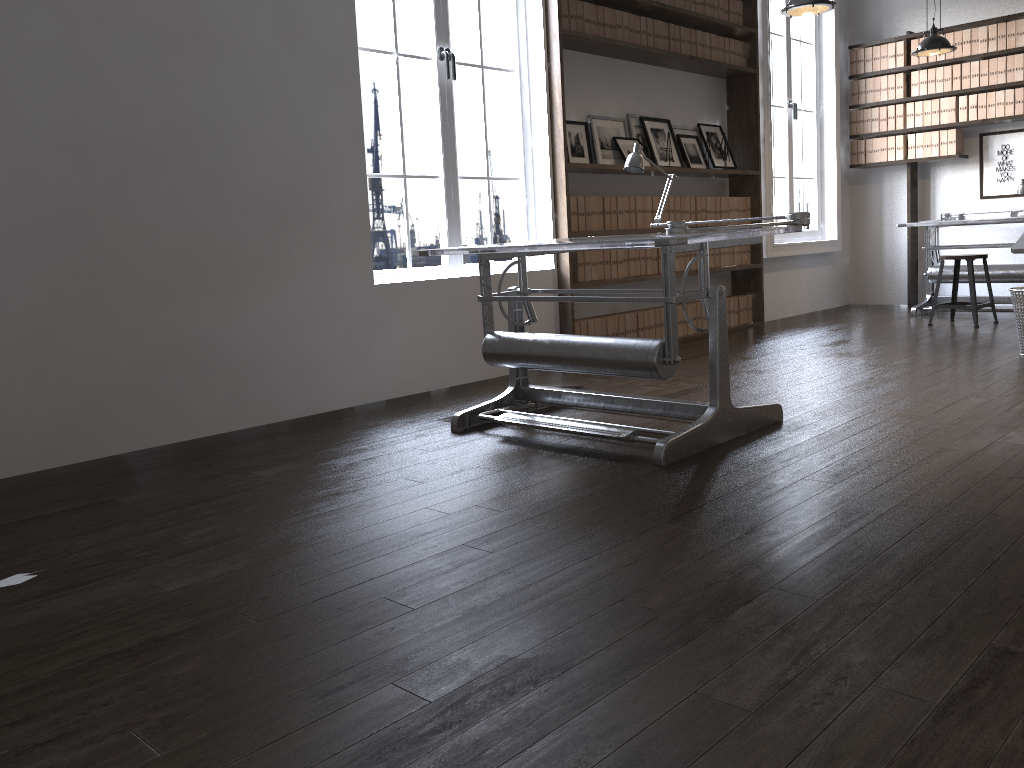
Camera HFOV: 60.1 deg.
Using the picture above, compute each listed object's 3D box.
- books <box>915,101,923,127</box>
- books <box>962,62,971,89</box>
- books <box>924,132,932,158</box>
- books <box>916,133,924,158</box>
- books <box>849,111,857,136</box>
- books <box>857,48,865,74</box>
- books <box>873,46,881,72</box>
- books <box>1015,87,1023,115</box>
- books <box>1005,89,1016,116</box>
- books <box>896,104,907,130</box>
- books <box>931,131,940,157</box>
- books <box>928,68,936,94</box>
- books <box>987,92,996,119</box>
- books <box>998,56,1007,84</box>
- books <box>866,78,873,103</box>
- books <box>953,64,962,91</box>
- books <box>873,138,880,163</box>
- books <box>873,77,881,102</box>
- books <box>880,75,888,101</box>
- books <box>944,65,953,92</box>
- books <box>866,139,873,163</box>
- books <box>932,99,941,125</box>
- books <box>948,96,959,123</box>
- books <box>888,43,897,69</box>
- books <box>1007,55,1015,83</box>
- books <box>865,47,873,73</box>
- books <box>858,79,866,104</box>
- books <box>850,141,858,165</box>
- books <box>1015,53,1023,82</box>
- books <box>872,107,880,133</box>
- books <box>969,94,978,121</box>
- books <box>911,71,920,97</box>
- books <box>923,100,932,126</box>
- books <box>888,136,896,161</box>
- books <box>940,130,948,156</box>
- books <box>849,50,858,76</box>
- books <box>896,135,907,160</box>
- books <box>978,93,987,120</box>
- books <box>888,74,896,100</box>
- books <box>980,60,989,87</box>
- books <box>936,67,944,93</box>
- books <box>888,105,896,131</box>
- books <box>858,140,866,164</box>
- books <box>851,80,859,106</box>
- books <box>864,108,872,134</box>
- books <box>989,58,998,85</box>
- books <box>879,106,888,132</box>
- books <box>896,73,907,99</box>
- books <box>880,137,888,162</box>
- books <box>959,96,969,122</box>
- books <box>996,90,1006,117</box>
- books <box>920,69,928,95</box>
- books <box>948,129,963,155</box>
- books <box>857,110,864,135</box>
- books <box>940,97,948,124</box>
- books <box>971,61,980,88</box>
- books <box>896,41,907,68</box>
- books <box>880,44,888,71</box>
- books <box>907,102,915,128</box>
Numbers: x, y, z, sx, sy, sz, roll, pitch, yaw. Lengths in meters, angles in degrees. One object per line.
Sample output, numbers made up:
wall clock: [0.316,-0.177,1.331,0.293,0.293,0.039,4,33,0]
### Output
books: [3.691,-2.419,7.966,0.067,0.224,0.175,3,9,44]
books: [3.962,-2.656,7.671,0.067,0.224,0.175,3,9,44]
books: [3.757,-2.141,7.948,0.067,0.224,0.175,3,9,44]
books: [3.711,-2.145,7.990,0.067,0.224,0.175,3,9,44]
books: [3.258,-2.462,8.376,0.067,0.224,0.175,3,9,44]
books: [3.288,-3.000,8.261,0.067,0.224,0.175,3,9,44]
books: [3.396,-2.991,8.168,0.067,0.224,0.175,3,9,44]
books: [4.270,-2.354,7.410,0.067,0.224,0.175,3,9,44]
books: [4.217,-2.359,7.460,0.067,0.224,0.175,3,9,44]
books: [3.572,-2.432,8.084,0.067,0.224,0.175,3,9,44]
books: [3.802,-2.135,7.899,0.067,0.224,0.175,3,9,44]
books: [3.756,-2.675,7.857,0.067,0.224,0.175,3,9,44]
books: [4.120,-2.371,7.563,0.067,0.224,0.175,3,9,44]
books: [4.160,-2.635,7.472,0.067,0.224,0.175,3,9,44]
books: [3.362,-2.721,8.238,0.067,0.224,0.175,3,9,44]
books: [3.904,-2.661,7.718,0.067,0.224,0.175,3,9,44]
books: [3.434,-2.173,8.257,0.067,0.224,0.175,3,9,44]
books: [3.409,-2.717,8.195,0.067,0.224,0.175,3,9,44]
books: [3.454,-2.711,8.146,0.067,0.224,0.175,3,9,44]
books: [3.854,-2.667,7.773,0.067,0.224,0.175,3,9,44]
books: [3.388,-2.178,8.304,0.067,0.224,0.175,3,9,44]
books: [3.793,-2.410,7.871,0.067,0.224,0.175,3,9,44]
books: [3.889,-2.399,7.772,0.067,0.224,0.175,3,9,44]
books: [3.493,-2.980,8.067,0.067,0.224,0.175,3,9,44]
books: [4.211,-2.631,7.430,0.067,0.224,0.175,3,9,44]
books: [3.343,-2.995,8.213,0.067,0.224,0.175,3,9,44]
books: [3.309,-2.726,8.286,0.067,0.224,0.175,3,9,44]
books: [3.280,-2.189,8.406,0.067,0.224,0.175,3,9,44]
books: [4.255,-2.626,7.385,0.067,0.224,0.175,3,9,44]
books: [3.410,-2.447,8.233,0.067,0.224,0.175,3,9,44]
books: [4.015,-2.380,7.655,0.067,0.224,0.175,3,9,44]
books: [3.654,-2.686,7.960,0.067,0.224,0.175,3,9,44]
books: [3.744,-2.415,7.921,0.067,0.224,0.175,3,9,44]
books: [3.529,-2.163,8.160,0.067,0.224,0.175,3,9,44]
books: [3.858,-2.131,7.855,0.067,0.224,0.175,3,9,44]
books: [3.236,-3.005,8.311,0.067,0.224,0.175,3,9,44]
books: [3.583,-2.158,8.112,0.067,0.224,0.175,3,9,44]
books: [4.068,-2.375,7.610,0.067,0.224,0.175,3,9,44]
books: [3.507,-2.707,8.104,0.067,0.224,0.175,3,9,44]
books: [4.064,-2.646,7.572,0.067,0.224,0.175,3,9,44]
books: [3.805,-2.672,7.817,0.067,0.224,0.175,3,9,44]
books: [3.515,-2.437,8.131,0.067,0.224,0.175,3,9,44]
books: [3.331,-2.183,8.351,0.067,0.224,0.175,3,9,44]
books: [3.261,-2.732,8.338,0.067,0.224,0.175,3,9,44]
books: [3.362,-2.453,8.285,0.067,0.224,0.175,3,9,44]
books: [4.115,-2.641,7.523,0.067,0.224,0.175,3,9,44]
books: [3.465,-2.443,8.187,0.067,0.224,0.175,3,9,44]
books: [3.558,-2.702,8.055,0.067,0.224,0.175,3,9,44]
books: [3.476,-2.168,8.210,0.067,0.224,0.175,3,9,44]
books: [3.957,-2.386,7.713,0.067,0.224,0.175,3,9,44]
books: [4.167,-2.365,7.512,0.067,0.224,0.175,3,9,44]
books: [3.704,-2.681,7.907,0.067,0.224,0.175,3,9,44]
books: [3.907,-2.126,7.806,0.067,0.224,0.175,3,9,44]
books: [3.310,-2.458,8.334,0.067,0.224,0.175,3,9,44]
books: [3.847,-2.404,7.819,0.067,0.224,0.175,3,9,44]
books: [4.010,-2.651,7.618,0.067,0.224,0.175,3,9,44]
books: [3.547,-2.975,8.018,0.067,0.224,0.175,3,9,44]
books: [3.445,-2.986,8.118,0.067,0.224,0.175,3,9,44]
books: [3.637,-2.424,8.014,0.067,0.224,0.175,3,9,44]
